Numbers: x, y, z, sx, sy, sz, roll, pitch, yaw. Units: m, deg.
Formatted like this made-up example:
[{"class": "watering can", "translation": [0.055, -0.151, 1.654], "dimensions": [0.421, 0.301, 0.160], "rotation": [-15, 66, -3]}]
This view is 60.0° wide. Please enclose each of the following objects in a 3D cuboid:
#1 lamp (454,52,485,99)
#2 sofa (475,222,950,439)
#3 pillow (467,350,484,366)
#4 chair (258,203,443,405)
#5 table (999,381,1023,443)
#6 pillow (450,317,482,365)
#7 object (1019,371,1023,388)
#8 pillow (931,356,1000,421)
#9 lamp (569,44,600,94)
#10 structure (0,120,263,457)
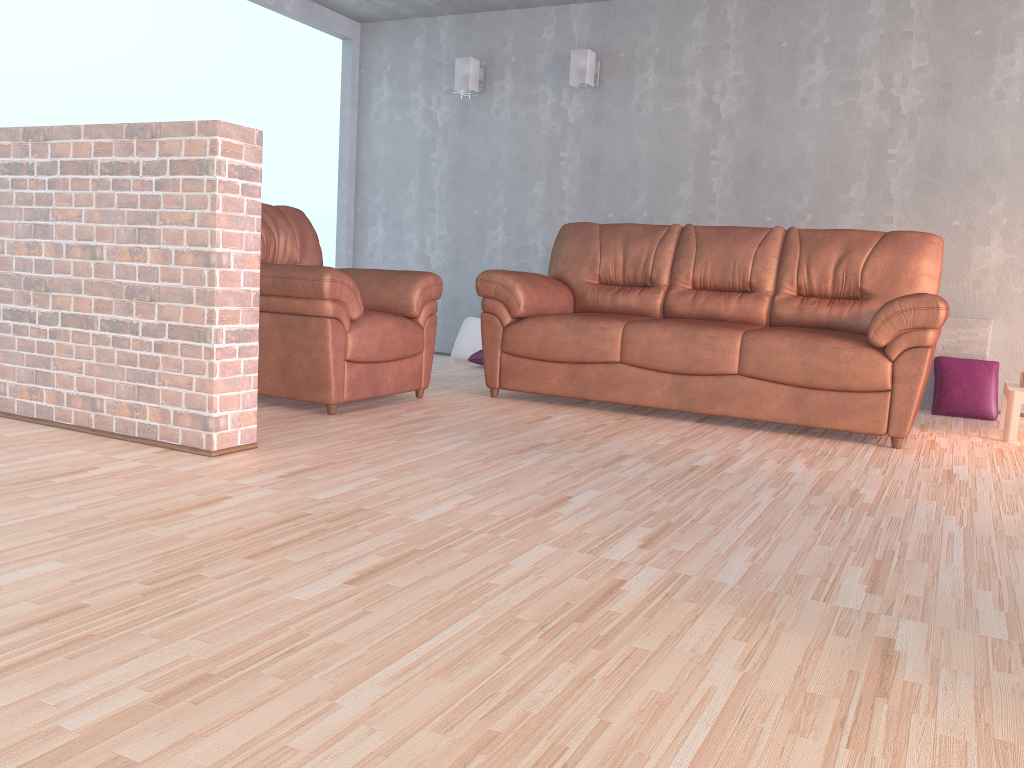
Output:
[{"class": "lamp", "translation": [-0.311, -2.187, 6.300], "dimensions": [0.165, 0.319, 0.168], "rotation": [7, 8, 26]}, {"class": "sofa", "translation": [0.985, -0.367, 4.482], "dimensions": [2.202, 0.923, 0.981], "rotation": [7, 8, 26]}, {"class": "pillow", "translation": [-0.059, -0.179, 6.021], "dimensions": [0.365, 0.130, 0.392], "rotation": [-3, 10, -43]}, {"class": "chair", "translation": [-0.952, -0.420, 4.213], "dimensions": [0.936, 0.879, 0.970], "rotation": [7, 8, 25]}, {"class": "table", "translation": [2.626, 0.155, 4.176], "dimensions": [0.548, 0.241, 0.548], "rotation": [7, 8, 26]}, {"class": "pillow", "translation": [-0.251, -0.304, 6.278], "dimensions": [0.327, 0.326, 0.241], "rotation": [7, 8, 30]}, {"class": "object", "translation": [2.505, -0.029, 4.221], "dimensions": [0.152, 0.105, 0.080], "rotation": [3, 7, -5]}, {"class": "pillow", "translation": [2.497, 0.025, 4.885], "dimensions": [0.327, 0.326, 0.241], "rotation": [6, 8, 20]}, {"class": "lamp", "translation": [0.478, -2.094, 5.913], "dimensions": [0.165, 0.319, 0.177], "rotation": [7, 8, 26]}, {"class": "structure", "translation": [-1.518, -0.371, 3.190], "dimensions": [1.422, 1.057, 0.211], "rotation": [7, 8, 26]}]
